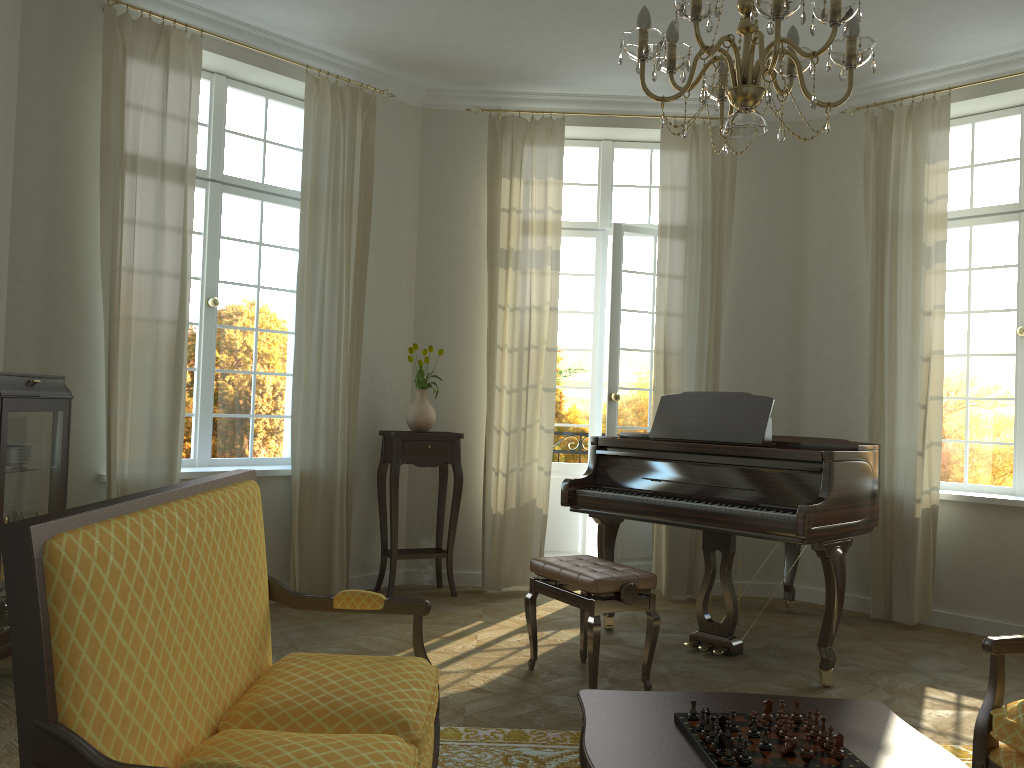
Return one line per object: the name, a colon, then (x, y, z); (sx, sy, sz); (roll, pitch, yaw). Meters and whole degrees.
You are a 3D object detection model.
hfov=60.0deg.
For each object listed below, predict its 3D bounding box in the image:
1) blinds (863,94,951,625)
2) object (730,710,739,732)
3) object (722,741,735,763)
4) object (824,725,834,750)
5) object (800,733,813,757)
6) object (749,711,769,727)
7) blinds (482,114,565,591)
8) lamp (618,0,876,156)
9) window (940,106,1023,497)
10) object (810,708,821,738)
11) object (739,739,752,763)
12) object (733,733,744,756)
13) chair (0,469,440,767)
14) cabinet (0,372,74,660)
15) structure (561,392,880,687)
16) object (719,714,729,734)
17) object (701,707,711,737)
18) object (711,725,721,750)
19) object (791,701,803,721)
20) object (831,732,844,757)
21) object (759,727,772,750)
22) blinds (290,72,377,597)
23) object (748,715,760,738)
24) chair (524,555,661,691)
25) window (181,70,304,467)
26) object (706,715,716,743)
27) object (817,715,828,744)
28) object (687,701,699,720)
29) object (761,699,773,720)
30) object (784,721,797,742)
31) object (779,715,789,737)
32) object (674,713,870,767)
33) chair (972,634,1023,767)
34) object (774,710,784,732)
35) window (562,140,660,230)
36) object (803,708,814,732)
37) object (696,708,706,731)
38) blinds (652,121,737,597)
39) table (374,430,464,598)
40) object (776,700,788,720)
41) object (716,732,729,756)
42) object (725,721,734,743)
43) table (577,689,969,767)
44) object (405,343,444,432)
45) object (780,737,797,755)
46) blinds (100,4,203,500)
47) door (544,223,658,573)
blinds: (2.514, -0.160, 5.771); (0.162, 3.384, 0.554); (3, -2, -40)
object: (0.561, 0.852, 2.250); (0.030, 0.050, 0.030); (3, -2, -42)
object: (0.500, 0.847, 2.045); (0.030, 0.044, 0.030); (3, -2, -42)
object: (0.772, 0.855, 2.149); (0.030, 0.055, 0.030); (3, -2, -42)
object: (0.699, 0.853, 2.102); (0.030, 0.050, 0.030); (3, -2, -42)
object: (0.640, 0.865, 2.293); (0.030, 0.030, 0.052); (3, -2, -38)
blinds: (0.045, -0.229, 6.350); (0.552, 3.386, 0.159); (2, -2, -3)
lamp: (0.711, -1.463, 2.629); (0.661, 1.466, 0.662); (3, -2, -30)
window: (3.304, -0.546, 5.695); (0.181, 2.550, 1.400); (4, -2, -45)
object: (0.765, 0.849, 2.229); (0.030, 0.069, 0.030); (3, -2, -42)
object: (0.540, 0.846, 2.049); (0.030, 0.050, 0.030); (3, -2, -42)
object: (0.536, 0.847, 2.088); (0.030, 0.050, 0.030); (3, -2, -42)
chair: (-0.529, 0.801, 2.097); (0.680, 1.083, 1.389); (2, -2, 0)
cabinet: (-2.347, 0.640, 3.902); (0.542, 1.386, 0.733); (2, -2, 0)
structure: (1.462, 0.782, 5.231); (1.856, 1.439, 1.514); (4, -2, -45)
object: (0.527, 0.849, 2.208); (0.030, 0.052, 0.030); (2, -2, 18)
object: (0.486, 0.838, 2.205); (0.030, 0.069, 0.030); (3, -2, -42)
object: (0.493, 0.844, 2.125); (0.030, 0.055, 0.030); (3, -2, -42)
object: (0.754, 0.865, 2.348); (0.030, 0.044, 0.030); (3, -2, -42)
object: (0.775, 0.855, 2.109); (0.030, 0.052, 0.030); (3, -2, -42)
object: (0.611, 0.851, 2.135); (0.030, 0.050, 0.030); (3, -2, -42)
blinds: (-1.198, -0.290, 5.820); (0.552, 3.381, 0.159); (3, -2, -42)
object: (0.605, 0.853, 2.213); (0.030, 0.050, 0.030); (3, -2, -42)
chair: (0.375, 1.158, 4.304); (0.385, 0.563, 0.638); (3, -2, -30)
window: (-1.932, -0.734, 5.702); (1.400, 2.550, 0.181); (4, -2, -45)
object: (0.490, 0.840, 2.165); (0.030, 0.064, 0.030); (3, -2, -42)
object: (0.769, 0.851, 2.189); (0.030, 0.064, 0.030); (3, -2, -42)
object: (0.476, 0.854, 2.324); (0.030, 0.044, 0.030); (3, -2, -42)
object: (0.675, 0.857, 2.341); (0.030, 0.052, 0.030); (3, -2, -42)
object: (0.687, 0.855, 2.184); (0.030, 0.050, 0.030); (3, -2, -42)
object: (0.685, 0.856, 2.222); (0.030, 0.050, 0.030); (3, -2, -42)
object: (0.626, 0.887, 2.196); (0.360, 0.021, 0.360); (2, -2, -5)
chair: (1.702, 0.887, 2.276); (0.671, 1.083, 0.730); (2, -2, -15)
object: (0.683, 0.857, 2.260); (0.030, 0.050, 0.030); (3, -2, -42)
window: (0.719, -1.534, 6.845); (1.380, 0.680, 0.055); (2, -2, 0)
object: (0.761, 0.857, 2.268); (0.030, 0.055, 0.030); (3, -2, -42)
object: (0.483, 0.847, 2.244); (0.030, 0.055, 0.030); (3, -2, -42)
blinds: (1.288, -0.190, 6.298); (0.554, 3.386, 0.162); (2, -2, -5)
table: (-0.648, 0.889, 6.137); (0.522, 1.114, 0.344); (3, -2, -25)
object: (0.715, 0.860, 2.345); (0.030, 0.050, 0.030); (3, -2, -42)
object: (0.496, 0.844, 2.085); (0.030, 0.052, 0.030); (3, -2, -42)
object: (0.529, 0.849, 2.168); (0.030, 0.050, 0.030); (3, -2, -42)
table: (0.625, 1.144, 2.150); (0.922, 0.494, 0.932); (2, -2, 2)
object: (-0.619, 0.029, 6.156); (0.242, 0.609, 0.264); (1, -2, 25)
object: (0.653, 0.861, 2.112); (0.052, 0.030, 0.030); (4, -2, -44)
blinds: (-2.042, -0.346, 4.907); (0.554, 3.385, 0.162); (3, -2, -40)
door: (0.659, 0.164, 6.615); (1.385, 2.690, 0.425); (2, -2, 0)
